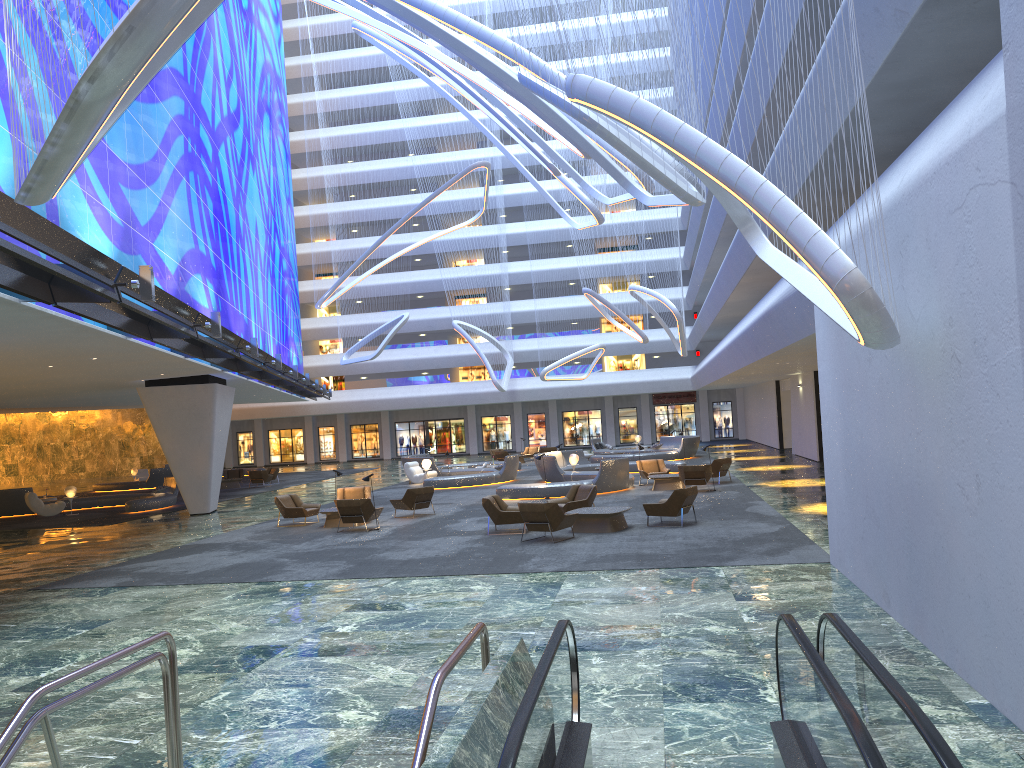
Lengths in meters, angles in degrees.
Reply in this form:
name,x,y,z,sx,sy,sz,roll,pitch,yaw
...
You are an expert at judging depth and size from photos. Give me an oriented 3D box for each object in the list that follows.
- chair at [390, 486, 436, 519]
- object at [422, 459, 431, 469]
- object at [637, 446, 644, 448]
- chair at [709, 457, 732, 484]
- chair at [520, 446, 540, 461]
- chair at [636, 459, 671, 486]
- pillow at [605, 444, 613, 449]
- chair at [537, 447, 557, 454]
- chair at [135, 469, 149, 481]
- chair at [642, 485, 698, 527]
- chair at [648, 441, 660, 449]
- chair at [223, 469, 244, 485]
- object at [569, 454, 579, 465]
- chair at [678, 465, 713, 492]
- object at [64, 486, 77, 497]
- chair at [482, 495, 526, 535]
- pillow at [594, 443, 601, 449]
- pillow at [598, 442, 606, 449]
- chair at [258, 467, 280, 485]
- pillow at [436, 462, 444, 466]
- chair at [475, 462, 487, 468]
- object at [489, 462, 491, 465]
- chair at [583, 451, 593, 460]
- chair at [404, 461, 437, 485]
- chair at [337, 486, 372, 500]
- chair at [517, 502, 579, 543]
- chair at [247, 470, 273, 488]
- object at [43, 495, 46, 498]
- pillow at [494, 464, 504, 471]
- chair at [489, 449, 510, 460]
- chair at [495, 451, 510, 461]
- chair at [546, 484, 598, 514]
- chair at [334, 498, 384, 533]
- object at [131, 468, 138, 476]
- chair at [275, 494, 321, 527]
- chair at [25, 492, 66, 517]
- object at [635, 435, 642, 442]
name,x,y,z,sx,sy,sz,roll,pitch,yaw
chair,-2.500,3.011,22.665,0.940,0.766,0.929,-5,-2,42
object,-3.289,3.087,34.181,0.366,0.387,0.318,-3,-1,-9
object,6.807,3.342,46.978,0.381,0.038,0.381,-4,-2,1
chair,6.147,2.641,26.960,0.940,0.766,0.929,-5,-2,42
chair,1.030,3.775,47.726,0.930,0.766,0.938,-4,-2,28
chair,4.441,2.785,27.928,0.929,0.766,0.939,-3,-1,-7
pillow,5.126,3.375,47.959,0.684,0.280,0.875,-2,-3,-44
chair,1.868,3.653,45.950,0.929,0.766,0.939,-3,-1,-12
chair,-19.665,4.988,47.253,0.728,0.882,1.158,-3,-2,-37
chair,3.233,2.468,17.934,0.940,0.766,0.929,-5,-2,34
chair,7.562,3.273,45.311,0.940,0.766,0.929,-5,-2,42
chair,-13.066,4.415,41.647,0.929,0.766,0.940,-3,-2,-17
object,2.157,2.615,30.797,0.367,0.387,0.318,-4,-1,16
chair,5.112,2.614,24.645,0.930,0.766,0.939,-4,-2,15
object,-15.026,3.661,30.174,0.318,0.387,0.367,-4,-1,16
chair,-0.088,2.691,18.335,0.939,0.766,0.929,-4,-1,11
pillow,4.661,3.326,47.704,0.295,0.368,0.769,-4,-2,22
pillow,4.870,3.289,47.705,0.315,0.386,0.784,-4,-2,24
chair,-11.382,4.297,41.325,0.938,0.766,0.930,-2,-2,-42
pillow,-3.373,3.648,40.369,0.443,0.207,0.445,-2,-2,-29
chair,-1.838,3.737,38.838,1.783,0.501,0.586,-3,-2,-27
object,-0.944,3.457,38.592,0.071,0.118,0.151,-4,-2,19
chair,3.806,3.613,44.638,0.587,0.501,0.490,-5,-2,43
chair,-3.600,3.507,35.026,1.158,0.882,0.728,-4,-1,28
chair,-4.206,3.155,23.633,0.929,0.766,0.939,-3,-1,-7
chair,0.656,2.584,16.788,0.930,0.766,0.938,-5,-2,36
chair,-11.195,4.209,39.370,0.929,0.766,0.939,-4,-1,7
object,-18.014,4.346,34.146,0.151,0.118,0.071,-5,-2,44
pillow,-0.214,3.110,33.297,0.693,0.262,0.877,-4,-2,18
chair,-0.664,3.870,47.456,0.928,0.766,0.940,-2,-2,-37
chair,-0.309,3.737,44.654,0.938,0.766,0.930,-2,-2,-40
chair,1.369,2.652,19.650,0.938,0.766,0.930,-3,-2,-29
chair,-3.535,2.985,20.350,0.930,0.766,0.939,-4,-2,15
object,-19.743,4.590,46.346,0.367,0.387,0.318,-4,-1,16
chair,-5.435,3.185,22.435,0.939,0.766,0.929,-4,-2,18
chair,-15.911,4.086,30.227,1.156,0.882,0.730,-2,-2,-37
object,7.049,3.054,49.552,0.366,0.387,0.318,-3,-1,-9
